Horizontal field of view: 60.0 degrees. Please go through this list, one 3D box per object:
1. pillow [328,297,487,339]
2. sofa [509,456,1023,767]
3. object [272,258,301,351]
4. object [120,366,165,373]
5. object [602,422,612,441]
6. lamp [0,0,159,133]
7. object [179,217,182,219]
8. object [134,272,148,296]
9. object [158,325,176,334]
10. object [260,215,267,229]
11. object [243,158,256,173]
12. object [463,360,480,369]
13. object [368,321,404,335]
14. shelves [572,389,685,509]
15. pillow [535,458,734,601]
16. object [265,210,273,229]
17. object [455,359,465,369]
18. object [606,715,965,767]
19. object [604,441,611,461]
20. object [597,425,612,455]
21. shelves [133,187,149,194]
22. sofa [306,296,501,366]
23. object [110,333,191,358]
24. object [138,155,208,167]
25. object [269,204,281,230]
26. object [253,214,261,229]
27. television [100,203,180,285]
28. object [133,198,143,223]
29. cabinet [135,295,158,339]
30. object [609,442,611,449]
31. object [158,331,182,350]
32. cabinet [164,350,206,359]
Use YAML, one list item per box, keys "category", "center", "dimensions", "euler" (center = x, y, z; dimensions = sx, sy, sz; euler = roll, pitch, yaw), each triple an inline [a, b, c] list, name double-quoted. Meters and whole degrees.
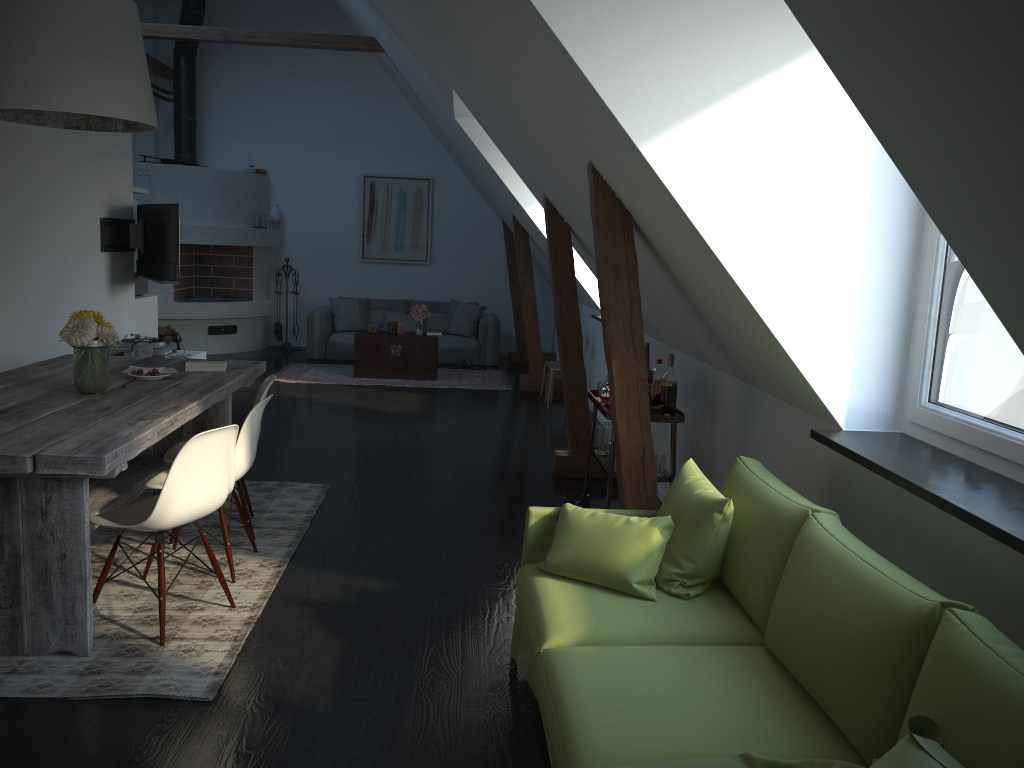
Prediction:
- category: "pillow"
  center: [-1.359, -0.883, 11.578]
  dimensions: [2.075, 0.515, 0.444]
  euler: [2, 9, -4]
- category: "sofa"
  center: [0.533, 0.795, 2.181]
  dimensions: [0.898, 0.825, 2.093]
  euler: [2, 9, -5]
- category: "object"
  center: [-3.040, -1.082, 11.983]
  dimensions: [0.376, 1.245, 0.376]
  euler: [-1, 10, -23]
- category: "object"
  center: [-1.909, -0.073, 4.586]
  dimensions: [0.182, 0.016, 0.179]
  euler: [1, 9, -9]
- category: "object"
  center: [0.544, 0.297, 4.980]
  dimensions: [0.087, 0.155, 0.087]
  euler: [-3, 10, -31]
- category: "lamp"
  center: [-1.847, -2.510, 3.569]
  dimensions: [0.757, 2.813, 0.697]
  euler: [-6, 12, -43]
- category: "object"
  center: [-4.065, -1.987, 10.699]
  dimensions: [0.161, 0.114, 0.064]
  euler: [2, 9, -1]
- category: "object"
  center: [-3.495, -0.875, 7.780]
  dimensions: [0.435, 0.211, 0.496]
  euler: [2, 9, -4]
- category: "object"
  center: [-4.188, -0.540, 10.638]
  dimensions: [0.240, 0.370, 0.270]
  euler: [2, 9, -4]
- category: "object"
  center: [-3.271, -2.132, 11.666]
  dimensions: [0.092, 0.180, 0.092]
  euler: [6, 9, 19]
- category: "object"
  center: [-3.449, -2.880, 11.657]
  dimensions: [0.066, 0.221, 0.231]
  euler: [7, 10, 26]
- category: "object"
  center: [-0.499, -0.245, 11.057]
  dimensions: [0.277, 0.090, 0.101]
  euler: [11, 12, 42]
- category: "object"
  center: [-1.403, -0.642, 10.009]
  dimensions: [0.413, 0.138, 0.215]
  euler: [4, 9, 8]
- category: "shelves"
  center: [0.626, 0.455, 4.725]
  dimensions: [0.438, 0.732, 0.803]
  euler: [2, 9, -7]
- category: "pillow"
  center: [0.398, 0.480, 2.903]
  dimensions: [0.600, 0.387, 0.475]
  euler: [2, 9, -6]
- category: "object"
  center: [-3.235, -2.190, 11.805]
  dimensions: [0.081, 0.258, 0.150]
  euler: [8, 10, 30]
- category: "object"
  center: [-0.654, -0.245, 11.014]
  dimensions: [0.101, 0.090, 0.277]
  euler: [0, 9, -15]
- category: "object"
  center: [0.449, 0.867, 1.545]
  dimensions: [0.722, 0.493, 0.711]
  euler: [1, 9, -8]
- category: "object"
  center: [0.537, 0.361, 4.746]
  dimensions: [0.092, 0.099, 0.092]
  euler: [-2, 10, -26]
- category: "object"
  center: [0.506, 0.310, 4.888]
  dimensions: [0.087, 0.155, 0.087]
  euler: [-3, 10, -31]
- category: "shelves"
  center: [-4.011, -1.697, 7.586]
  dimensions: [1.604, 0.038, 0.478]
  euler: [2, 9, -4]
- category: "sofa"
  center: [-1.392, -0.725, 11.699]
  dimensions: [2.458, 0.770, 1.107]
  euler: [2, 9, -4]
- category: "object"
  center: [-2.889, -0.293, 7.085]
  dimensions: [0.558, 0.162, 0.742]
  euler: [2, 9, -6]
- category: "object"
  center: [-4.132, -2.719, 10.839]
  dimensions: [0.783, 0.094, 0.311]
  euler: [0, 9, -18]
- category: "object"
  center: [-3.203, -2.238, 11.983]
  dimensions: [0.165, 0.368, 0.165]
  euler: [-3, 10, -31]
- category: "object"
  center: [-3.308, -2.110, 11.510]
  dimensions: [0.092, 0.180, 0.092]
  euler: [7, 10, 24]
- category: "television"
  center: [-3.123, -1.145, 7.181]
  dimensions: [0.537, 0.652, 1.005]
  euler: [-4, 11, -38]
- category: "object"
  center: [-4.489, -2.052, 10.565]
  dimensions: [0.203, 0.314, 0.203]
  euler: [0, 9, -20]
- category: "cabinet"
  center: [-3.700, -0.330, 7.911]
  dimensions: [0.869, 0.921, 0.638]
  euler: [2, 9, -4]
- category: "object"
  center: [0.550, 0.368, 4.639]
  dimensions: [0.095, 0.119, 0.095]
  euler: [-5, 12, -41]
- category: "object"
  center: [-4.180, -0.461, 10.670]
  dimensions: [0.384, 0.313, 0.384]
  euler: [6, 9, 22]
- category: "cabinet"
  center: [-2.896, 0.041, 7.103]
  dimensions: [0.623, 0.507, 1.069]
  euler: [2, 9, -4]
